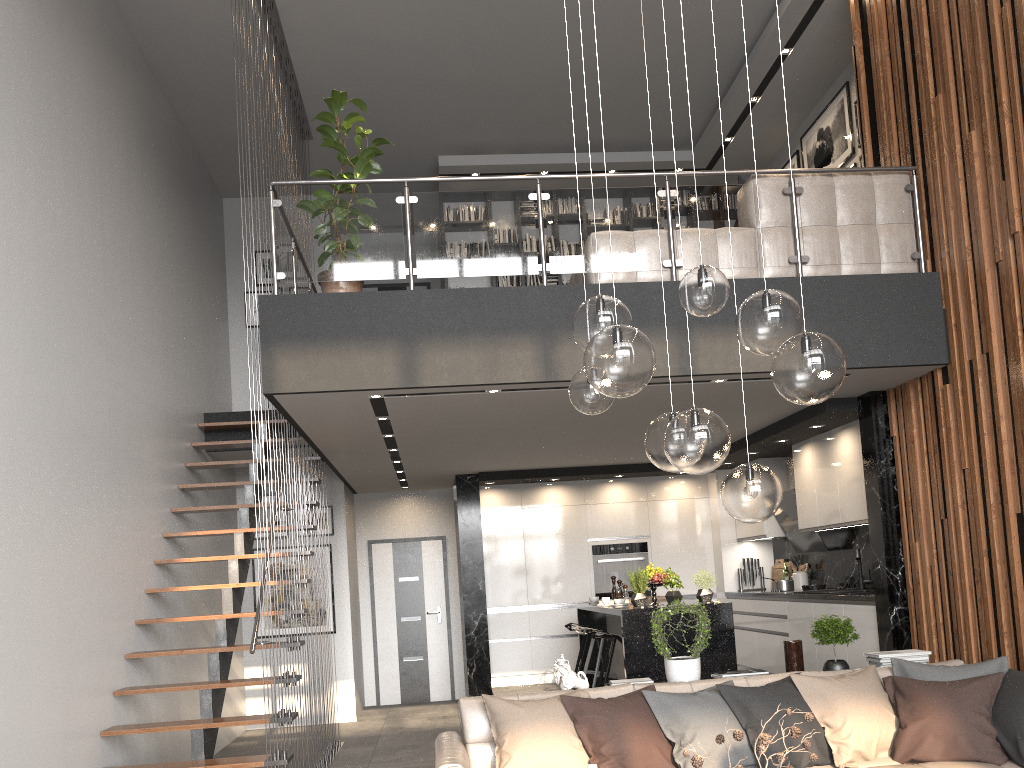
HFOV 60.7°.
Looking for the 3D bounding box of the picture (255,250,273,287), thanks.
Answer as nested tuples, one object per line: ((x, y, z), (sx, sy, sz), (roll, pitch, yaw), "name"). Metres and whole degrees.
((-2.652, -1.311, 9.888), (0.503, 0.406, 0.025), (-3, -4, -5), "picture")

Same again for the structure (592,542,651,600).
((1.244, 2.229, 10.418), (0.654, 0.623, 0.664), (-3, -8, -5), "structure")

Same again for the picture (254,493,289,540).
((-2.695, 1.469, 9.700), (0.409, 0.499, 0.025), (-3, -4, -5), "picture")

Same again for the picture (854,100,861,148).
((3.001, -2.287, 7.300), (0.025, 0.404, 0.515), (-3, -9, -6), "picture")

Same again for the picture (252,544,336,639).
((-2.409, 2.287, 9.667), (0.870, 0.980, 0.025), (-3, -4, -5), "picture")

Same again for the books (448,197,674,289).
((1.011, -0.973, 9.853), (3.435, 2.300, 0.215), (-3, -4, -5), "books")

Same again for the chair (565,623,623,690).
((0.791, 2.581, 8.013), (0.434, 0.723, 1.766), (-3, -11, -6), "chair")

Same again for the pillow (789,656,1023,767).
((2.220, 1.751, 4.615), (1.394, 0.539, 0.771), (-9, -11, 25), "pillow")

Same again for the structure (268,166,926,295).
((0.460, -0.600, 7.206), (4.217, 0.728, 3.450), (-3, -12, -5), "structure")

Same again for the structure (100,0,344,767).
((-2.244, 0.195, 6.965), (1.178, 5.963, 3.657), (-3, -6, -6), "structure")

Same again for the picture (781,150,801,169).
((2.846, -1.751, 9.131), (0.025, 0.978, 0.888), (-3, -8, -6), "picture")

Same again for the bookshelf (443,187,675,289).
((1.013, -0.928, 9.860), (3.517, 2.483, 0.251), (-3, -4, -5), "bookshelf")

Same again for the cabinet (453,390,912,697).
((1.325, 1.584, 8.267), (3.616, 3.188, 6.336), (-3, -11, -5), "cabinet")

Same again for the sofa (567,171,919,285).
((1.504, -0.774, 6.802), (2.274, 0.769, 2.337), (-3, -12, -5), "sofa")

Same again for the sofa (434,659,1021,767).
((1.259, 1.882, 4.138), (3.240, 0.806, 1.917), (-3, -11, -5), "sofa")

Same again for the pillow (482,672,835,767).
((0.831, 1.830, 4.594), (1.939, 0.492, 0.553), (-2, -9, -6), "pillow")

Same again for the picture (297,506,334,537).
((-2.193, 1.530, 9.740), (0.409, 0.330, 0.025), (-3, -4, -5), "picture")

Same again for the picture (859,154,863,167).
((3.042, -1.710, 7.192), (0.025, 0.632, 0.658), (-3, -8, -6), "picture")

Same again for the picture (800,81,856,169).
((2.918, -2.218, 8.134), (0.025, 0.644, 1.012), (-3, -10, -6), "picture")

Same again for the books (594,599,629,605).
((0.962, 2.096, 8.422), (0.322, 0.038, 0.176), (-2, -12, -6), "books")

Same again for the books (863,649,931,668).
((2.366, 1.720, 5.365), (0.332, 0.148, 0.204), (-3, -9, -5), "books")

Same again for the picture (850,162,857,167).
((2.989, -1.672, 7.782), (0.022, 0.435, 0.365), (-3, -7, -6), "picture")

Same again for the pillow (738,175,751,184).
((2.017, -1.098, 6.535), (0.766, 0.538, 1.403), (-8, -12, 24), "pillow")

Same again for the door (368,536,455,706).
((-1.258, 2.963, 10.955), (0.973, 2.054, 0.171), (-3, -4, -5), "door")

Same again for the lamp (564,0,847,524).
((0.520, -1.956, 3.289), (1.230, 4.928, 1.247), (-3, -4, -8), "lamp")

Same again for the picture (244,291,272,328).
((-2.829, -0.840, 9.839), (0.333, 0.406, 0.025), (-3, -4, -5), "picture")

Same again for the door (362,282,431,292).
((-1.468, -0.258, 11.153), (0.973, 2.054, 0.171), (-3, -4, -5), "door")

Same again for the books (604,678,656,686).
((0.723, 1.834, 5.267), (0.347, 0.098, 0.198), (-3, -11, -5), "books")

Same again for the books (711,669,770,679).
((1.373, 1.800, 5.323), (0.325, 0.097, 0.209), (-3, -11, -5), "books")

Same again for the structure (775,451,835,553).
((2.867, 1.168, 8.725), (0.413, 1.015, 0.751), (-3, -7, -6), "structure")

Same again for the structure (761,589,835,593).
((2.824, 2.050, 8.662), (0.509, 0.059, 0.613), (-3, -13, -5), "structure")
